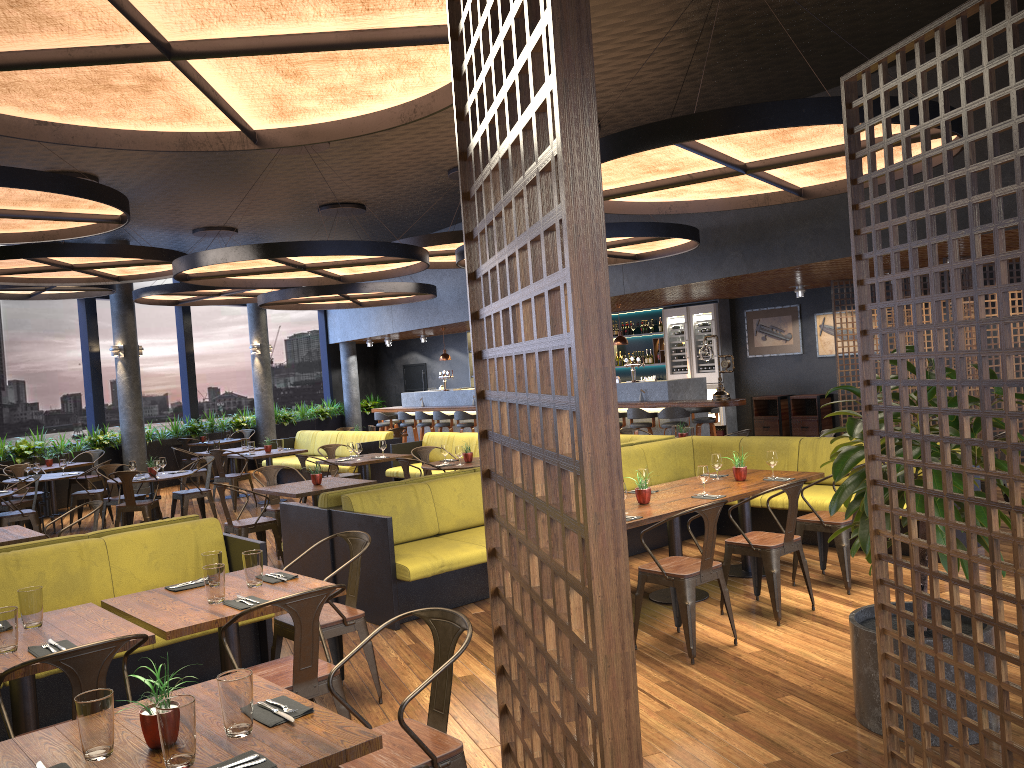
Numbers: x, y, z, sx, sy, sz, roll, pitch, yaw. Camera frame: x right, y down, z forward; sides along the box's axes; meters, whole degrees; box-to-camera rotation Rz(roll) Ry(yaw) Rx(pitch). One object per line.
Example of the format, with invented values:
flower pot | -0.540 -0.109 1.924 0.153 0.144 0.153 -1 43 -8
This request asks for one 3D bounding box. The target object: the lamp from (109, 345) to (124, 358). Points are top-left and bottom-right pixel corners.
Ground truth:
lamp | -6.916 -0.567 15.450 0.215 0.215 0.189 -4 1 16

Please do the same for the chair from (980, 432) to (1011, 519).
chair | 4.228 0.876 8.003 0.504 0.917 0.541 -5 1 -41

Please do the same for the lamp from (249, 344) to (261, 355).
lamp | -5.450 -0.735 18.710 0.215 0.215 0.189 -4 1 10

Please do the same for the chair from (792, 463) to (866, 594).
chair | 2.412 1.034 6.596 0.504 0.917 0.541 -5 1 -41

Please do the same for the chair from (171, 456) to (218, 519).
chair | -4.070 1.412 11.387 0.541 0.917 0.504 -5 1 -41

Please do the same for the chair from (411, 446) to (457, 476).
chair | -0.877 1.199 10.461 0.504 0.917 0.541 -5 1 -41

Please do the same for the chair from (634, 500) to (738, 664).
chair | 1.056 1.155 5.407 0.504 0.917 0.541 -5 1 -41

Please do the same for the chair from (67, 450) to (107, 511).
chair | -6.935 1.560 14.503 0.504 0.917 0.541 -4 1 13

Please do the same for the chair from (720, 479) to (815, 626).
chair | 1.732 1.095 5.999 0.504 0.917 0.541 -5 1 -41

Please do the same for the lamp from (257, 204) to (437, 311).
lamp | -2.630 -2.032 14.015 2.778 1.475 2.778 -4 1 13

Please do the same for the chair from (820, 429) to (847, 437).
chair | 3.422 0.917 8.927 0.504 0.917 0.541 -5 1 -41

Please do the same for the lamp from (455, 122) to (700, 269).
lamp | 0.692 -2.200 10.176 2.778 1.475 2.778 -5 1 -37

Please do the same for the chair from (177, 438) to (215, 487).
chair | -5.959 1.448 16.678 0.504 0.917 0.541 -4 1 24

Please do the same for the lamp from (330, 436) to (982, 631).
lamp | 2.944 0.058 8.660 9.057 2.714 3.017 -5 1 -41

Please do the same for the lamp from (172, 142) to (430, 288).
lamp | -2.365 -1.973 9.918 2.778 1.475 2.778 -4 1 8

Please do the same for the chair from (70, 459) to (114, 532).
chair | -5.759 1.519 12.179 0.541 0.917 0.504 -4 1 -11

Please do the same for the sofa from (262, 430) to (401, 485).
sofa | -3.107 1.279 14.905 0.966 0.914 3.061 -5 1 -41

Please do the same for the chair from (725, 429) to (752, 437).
chair | 2.445 0.967 10.013 0.504 0.917 0.541 -5 1 -41

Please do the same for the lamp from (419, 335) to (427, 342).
lamp | -2.123 -1.090 21.254 0.228 0.172 0.228 -5 1 -41

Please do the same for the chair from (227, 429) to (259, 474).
chair | -5.442 1.388 17.902 0.504 0.917 0.541 -4 1 14

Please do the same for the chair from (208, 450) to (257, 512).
chair | -4.113 1.385 12.968 0.504 0.917 0.541 -4 1 26

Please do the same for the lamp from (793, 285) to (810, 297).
lamp | 4.400 -1.415 13.552 0.228 0.172 0.228 -5 1 -41

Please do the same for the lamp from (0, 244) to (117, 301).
lamp | -7.200 -1.931 13.624 1.979 1.093 1.979 -4 1 12

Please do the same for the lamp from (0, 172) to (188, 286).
lamp | -5.458 -1.946 10.932 2.778 1.159 2.778 -4 1 26

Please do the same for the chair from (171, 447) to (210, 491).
chair | -5.120 1.436 14.157 0.541 0.917 0.504 -5 1 -22

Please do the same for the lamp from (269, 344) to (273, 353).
lamp | -5.284 -0.757 19.248 0.215 0.215 0.189 -4 1 28

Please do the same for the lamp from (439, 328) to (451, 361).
lamp | -1.406 -0.826 18.372 0.250 0.673 0.250 -3 1 36

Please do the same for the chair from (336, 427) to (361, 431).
chair | -2.863 1.238 15.981 0.504 0.917 0.541 -5 1 -41

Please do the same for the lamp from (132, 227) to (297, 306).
lamp | -5.064 -2.057 15.270 2.778 1.159 2.778 -4 1 -6

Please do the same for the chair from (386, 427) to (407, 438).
chair | -2.033 1.196 15.029 0.504 0.917 0.541 -5 1 -41

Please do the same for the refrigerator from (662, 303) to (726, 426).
refrigerator | 3.303 -0.329 15.761 0.454 2.109 1.159 -5 1 -41

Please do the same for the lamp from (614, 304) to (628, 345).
lamp | 1.784 -0.987 14.718 0.250 0.673 0.250 -4 1 -9

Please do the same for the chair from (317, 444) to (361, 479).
chair | -2.304 1.274 11.953 0.504 0.917 0.541 -5 1 -41

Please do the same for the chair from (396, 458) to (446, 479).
chair | -0.942 1.220 9.581 0.541 0.917 0.504 -5 1 -41

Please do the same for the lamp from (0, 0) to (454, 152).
lamp | -1.472 -1.996 3.680 2.778 1.362 2.778 -4 1 13

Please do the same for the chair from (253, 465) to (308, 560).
chair | -2.421 1.331 9.372 0.504 0.917 0.541 -5 1 -41

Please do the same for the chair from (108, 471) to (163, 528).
chair | -4.449 1.456 10.511 0.504 0.917 0.541 -4 1 -2

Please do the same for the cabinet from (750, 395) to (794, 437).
cabinet | 4.319 0.700 14.652 0.473 1.007 0.553 -5 1 -41

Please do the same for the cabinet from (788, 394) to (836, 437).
cabinet | 4.776 0.677 14.128 0.473 1.007 0.553 -5 1 -41

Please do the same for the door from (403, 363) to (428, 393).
door | -2.409 0.509 22.687 0.137 2.056 1.012 -5 1 -41

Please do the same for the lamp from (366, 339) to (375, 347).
lamp | -3.467 -0.999 21.590 0.228 0.172 0.228 -5 1 -41

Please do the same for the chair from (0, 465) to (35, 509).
chair | -7.459 1.621 13.280 0.504 0.917 0.541 -3 1 34

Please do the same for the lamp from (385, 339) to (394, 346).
lamp | -3.116 -1.040 22.392 0.228 0.172 0.228 -5 1 -41

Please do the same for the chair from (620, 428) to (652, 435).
chair | 1.626 1.008 10.951 0.504 0.917 0.541 -5 1 -41

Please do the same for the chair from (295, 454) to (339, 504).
chair | -2.361 1.296 10.973 0.541 0.917 0.504 -5 1 -41

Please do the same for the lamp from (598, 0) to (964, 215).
lamp | 1.605 -2.191 6.268 2.778 1.475 2.778 -5 1 -41

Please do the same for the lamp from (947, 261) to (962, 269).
lamp | 5.533 -1.450 11.032 0.228 0.172 0.228 -5 1 -41

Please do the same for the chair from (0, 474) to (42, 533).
chair | -5.807 1.556 10.434 0.541 0.917 0.504 -5 1 -41

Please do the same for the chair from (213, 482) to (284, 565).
chair | -2.518 1.356 8.426 0.541 0.917 0.504 -5 1 -41

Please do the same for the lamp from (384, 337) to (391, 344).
lamp | -2.931 -1.026 20.950 0.228 0.172 0.228 -5 1 -41

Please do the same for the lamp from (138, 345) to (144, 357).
lamp | -6.729 -0.590 15.981 0.215 0.215 0.189 -4 1 24

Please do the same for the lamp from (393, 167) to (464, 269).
lamp | -0.458 -2.330 12.102 2.778 1.159 2.778 -4 1 9

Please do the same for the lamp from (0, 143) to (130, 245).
lamp | -4.688 -1.933 7.281 2.778 1.159 2.778 -3 1 39

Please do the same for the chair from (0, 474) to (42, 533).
chair | -6.528 1.587 11.533 0.504 0.917 0.541 -4 1 21

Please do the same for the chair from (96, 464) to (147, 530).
chair | -4.941 1.477 11.278 0.541 0.917 0.504 -3 1 31
